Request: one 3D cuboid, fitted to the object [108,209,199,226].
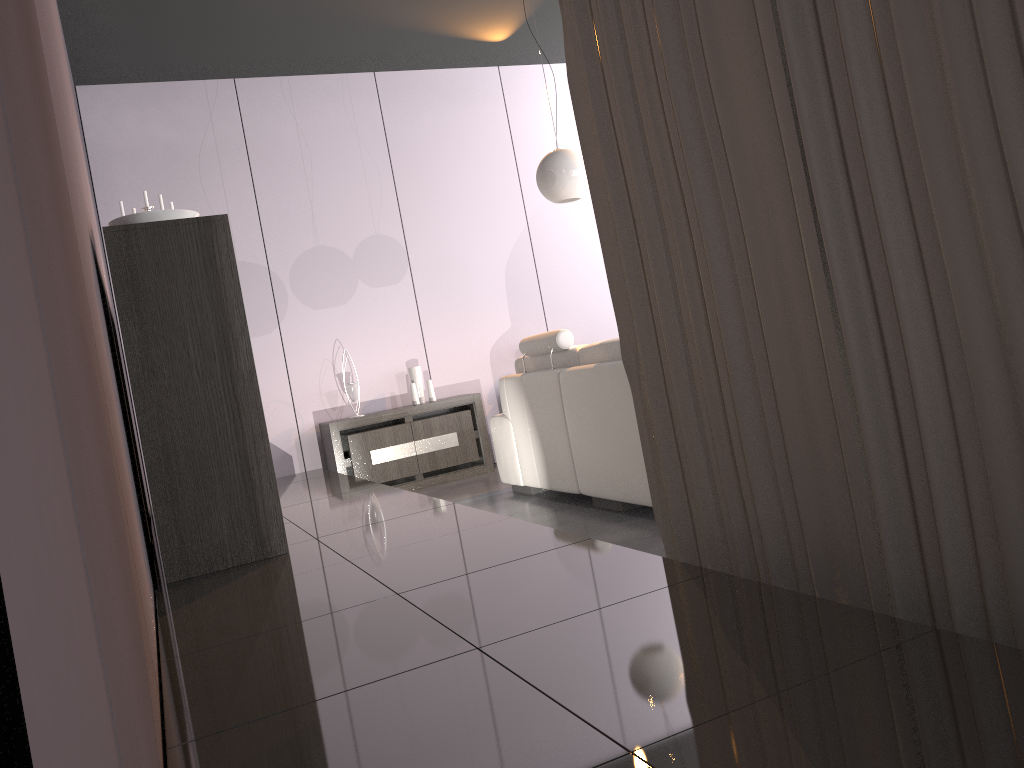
[{"bbox_3d":[-1.276,-0.534,3.188,0.308,0.117,0.309,-10,2,11],"label":"object"}]

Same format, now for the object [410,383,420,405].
[{"bbox_3d":[-0.678,0.070,6.150,0.051,0.152,0.051,-10,-1,-44],"label":"object"}]

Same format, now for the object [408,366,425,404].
[{"bbox_3d":[-0.667,0.008,6.255,0.089,0.264,0.089,-11,-1,29],"label":"object"}]

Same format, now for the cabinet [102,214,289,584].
[{"bbox_3d":[-1.136,0.046,3.194,0.413,1.075,1.069,-10,0,-23],"label":"cabinet"}]

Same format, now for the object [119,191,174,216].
[{"bbox_3d":[-1.638,-0.663,4.041,0.230,0.446,0.229,-11,0,-5],"label":"object"}]

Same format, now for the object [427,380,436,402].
[{"bbox_3d":[-0.568,0.048,6.197,0.051,0.152,0.051,-10,-1,-44],"label":"object"}]

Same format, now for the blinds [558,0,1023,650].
[{"bbox_3d":[0.666,-0.897,1.167,0.249,2.998,3.278,-10,0,-22],"label":"blinds"}]

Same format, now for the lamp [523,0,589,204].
[{"bbox_3d":[0.182,-1.715,4.940,0.307,1.416,0.306,-10,-1,-19],"label":"lamp"}]

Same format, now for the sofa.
[{"bbox_3d":[1.241,-0.016,4.191,1.874,0.859,2.853,-11,2,-23],"label":"sofa"}]

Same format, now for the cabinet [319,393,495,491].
[{"bbox_3d":[-0.720,0.438,6.116,1.075,0.555,0.376,-11,0,-23],"label":"cabinet"}]

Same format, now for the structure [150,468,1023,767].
[{"bbox_3d":[0.068,0.587,1.266,1.003,0.300,8.745,-11,2,-23],"label":"structure"}]

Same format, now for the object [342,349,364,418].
[{"bbox_3d":[-1.090,-0.008,6.002,0.124,0.466,0.107,-10,-1,-22],"label":"object"}]
